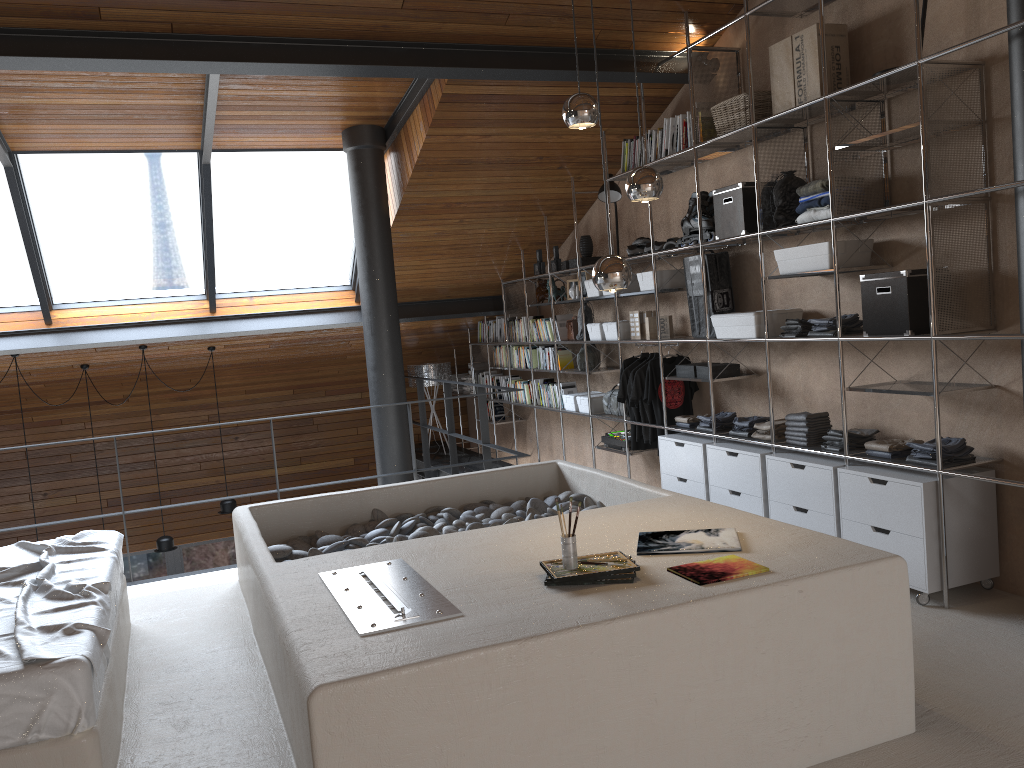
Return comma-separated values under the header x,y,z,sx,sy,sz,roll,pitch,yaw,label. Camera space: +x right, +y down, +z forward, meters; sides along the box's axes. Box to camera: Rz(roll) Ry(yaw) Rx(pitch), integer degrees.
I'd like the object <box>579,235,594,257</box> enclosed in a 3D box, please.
x,y,z,sx,sy,sz,roll,pitch,yaw,label
0.596,-1.099,7.105,0.115,0.177,0.115,-5,4,4,object

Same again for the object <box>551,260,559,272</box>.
x,y,z,sx,sy,sz,roll,pitch,yaw,label
0.373,-1.014,7.672,0.029,0.117,0.086,-7,5,-30,object

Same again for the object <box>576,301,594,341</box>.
x,y,z,sx,sy,sz,roll,pitch,yaw,label
0.590,-0.501,7.177,0.157,0.339,0.229,-4,4,6,object

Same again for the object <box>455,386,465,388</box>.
x,y,z,sx,sy,sz,roll,pitch,yaw,label
-0.531,0.025,10.319,0.228,0.016,0.182,-6,4,-21,object

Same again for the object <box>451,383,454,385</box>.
x,y,z,sx,sy,sz,roll,pitch,yaw,label
-0.648,-0.013,10.556,0.246,0.016,0.182,-6,4,-21,object

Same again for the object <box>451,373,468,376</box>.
x,y,z,sx,sy,sz,roll,pitch,yaw,label
-0.666,-0.111,10.575,0.246,0.016,0.182,-6,4,-21,object

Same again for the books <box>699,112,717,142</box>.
x,y,z,sx,sy,sz,roll,pitch,yaw,label
1.193,-1.538,5.343,0.129,0.203,0.021,-6,4,-21,books

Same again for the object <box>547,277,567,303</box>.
x,y,z,sx,sy,sz,roll,pitch,yaw,label
0.388,-0.813,7.617,0.197,0.220,0.102,-8,5,-37,object

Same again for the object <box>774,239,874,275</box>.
x,y,z,sx,sy,sz,roll,pitch,yaw,label
1.613,-0.654,4.600,0.289,0.135,0.437,-6,4,-21,object

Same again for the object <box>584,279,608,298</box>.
x,y,z,sx,sy,sz,roll,pitch,yaw,label
0.735,-0.745,6.810,0.295,0.136,0.228,-6,4,-21,object

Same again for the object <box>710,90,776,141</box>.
x,y,z,sx,sy,sz,roll,pitch,yaw,label
1.330,-1.522,5.058,0.262,0.198,0.417,-6,4,-21,object

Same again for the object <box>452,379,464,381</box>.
x,y,z,sx,sy,sz,roll,pitch,yaw,label
-0.655,-0.051,10.553,0.252,0.028,0.180,-6,4,-21,object

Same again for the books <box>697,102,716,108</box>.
x,y,z,sx,sy,sz,roll,pitch,yaw,label
1.181,-1.573,5.385,0.143,0.268,0.020,-6,4,-21,books

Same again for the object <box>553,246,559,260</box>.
x,y,z,sx,sy,sz,roll,pitch,yaw,label
0.379,-1.126,7.618,0.029,0.114,0.084,-5,4,-9,object

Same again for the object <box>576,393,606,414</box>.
x,y,z,sx,sy,sz,roll,pitch,yaw,label
0.697,0.155,7.153,0.295,0.136,0.228,-6,4,-21,object

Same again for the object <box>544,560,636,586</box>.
x,y,z,sx,sy,sz,roll,pitch,yaw,label
0.253,0.604,2.836,0.276,0.013,0.207,-4,4,10,object

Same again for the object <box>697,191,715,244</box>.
x,y,z,sx,sy,sz,roll,pitch,yaw,label
1.310,-1.061,5.642,0.174,0.342,0.416,-6,4,-16,object

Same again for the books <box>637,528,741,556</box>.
x,y,z,sx,sy,sz,roll,pitch,yaw,label
0.617,0.553,3.118,0.347,0.019,0.260,-4,4,10,books

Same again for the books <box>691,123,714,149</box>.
x,y,z,sx,sy,sz,roll,pitch,yaw,label
1.164,-1.542,5.411,0.148,0.206,0.018,-6,4,-21,books

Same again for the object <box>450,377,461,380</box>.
x,y,z,sx,sy,sz,roll,pitch,yaw,label
-0.652,-0.077,10.570,0.233,0.021,0.174,-6,4,-21,object

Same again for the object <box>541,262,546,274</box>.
x,y,z,sx,sy,sz,roll,pitch,yaw,label
0.277,-1.012,7.796,0.029,0.117,0.086,-5,4,-1,object

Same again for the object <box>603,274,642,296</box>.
x,y,z,sx,sy,sz,roll,pitch,yaw,label
0.830,-0.735,6.568,0.295,0.136,0.228,-6,4,-21,object

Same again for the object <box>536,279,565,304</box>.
x,y,z,sx,sy,sz,roll,pitch,yaw,label
0.338,-0.826,7.813,0.278,0.222,0.138,-3,5,25,object

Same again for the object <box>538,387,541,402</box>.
x,y,z,sx,sy,sz,roll,pitch,yaw,label
0.310,0.096,8.068,0.131,0.180,0.042,-6,4,-21,object

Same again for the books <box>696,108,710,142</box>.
x,y,z,sx,sy,sz,roll,pitch,yaw,label
1.171,-1.552,5.365,0.129,0.231,0.010,-6,4,-21,books

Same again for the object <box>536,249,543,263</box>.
x,y,z,sx,sy,sz,roll,pitch,yaw,label
0.242,-1.128,7.830,0.029,0.114,0.084,-6,4,-14,object

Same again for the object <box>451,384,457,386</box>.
x,y,z,sx,sy,sz,roll,pitch,yaw,label
-0.640,0.001,10.575,0.224,0.017,0.167,-6,4,-21,object

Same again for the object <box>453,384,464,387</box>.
x,y,z,sx,sy,sz,roll,pitch,yaw,label
-0.563,0.011,10.332,0.203,0.013,0.161,-6,4,-21,object

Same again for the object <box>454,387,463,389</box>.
x,y,z,sx,sy,sz,roll,pitch,yaw,label
-0.551,0.039,10.328,0.201,0.013,0.161,-6,4,-21,object

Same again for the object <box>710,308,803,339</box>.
x,y,z,sx,sy,sz,roll,pitch,yaw,label
1.420,-0.349,5.154,0.343,0.147,0.445,-6,4,-21,object

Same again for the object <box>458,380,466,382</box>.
x,y,z,sx,sy,sz,roll,pitch,yaw,label
-0.650,-0.029,10.555,0.246,0.016,0.182,-6,4,-21,object

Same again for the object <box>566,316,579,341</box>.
x,y,z,sx,sy,sz,roll,pitch,yaw,label
0.527,-0.465,7.401,0.082,0.202,0.227,-2,5,30,object

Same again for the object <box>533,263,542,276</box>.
x,y,z,sx,sy,sz,roll,pitch,yaw,label
0.232,-1.015,7.883,0.029,0.117,0.086,-8,5,-35,object

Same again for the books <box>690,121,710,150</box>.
x,y,z,sx,sy,sz,roll,pitch,yaw,label
1.157,-1.529,5.445,0.128,0.176,0.009,-6,4,-21,books

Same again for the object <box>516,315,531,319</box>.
x,y,z,sx,sy,sz,roll,pitch,yaw,label
0.118,-0.527,8.445,0.146,0.240,0.023,-6,4,-21,object

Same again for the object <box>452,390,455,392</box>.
x,y,z,sx,sy,sz,roll,pitch,yaw,label
-0.644,0.073,10.578,0.234,0.025,0.176,-6,4,-21,object

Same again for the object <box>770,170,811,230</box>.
x,y,z,sx,sy,sz,roll,pitch,yaw,label
1.511,-0.994,4.791,0.212,0.319,0.157,-4,4,6,object

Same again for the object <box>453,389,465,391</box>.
x,y,z,sx,sy,sz,roll,pitch,yaw,label
-0.538,0.056,10.334,0.262,0.025,0.176,-6,4,-21,object

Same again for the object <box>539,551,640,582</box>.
x,y,z,sx,sy,sz,roll,pitch,yaw,label
0.244,0.580,2.824,0.276,0.013,0.207,-6,4,-10,object

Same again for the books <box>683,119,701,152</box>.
x,y,z,sx,sy,sz,roll,pitch,yaw,label
1.128,-1.543,5.511,0.143,0.199,0.054,-6,4,-21,books

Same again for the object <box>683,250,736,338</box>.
x,y,z,sx,sy,sz,roll,pitch,yaw,label
1.257,-0.577,5.639,0.188,0.559,0.337,-6,4,-16,object

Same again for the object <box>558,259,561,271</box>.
x,y,z,sx,sy,sz,roll,pitch,yaw,label
0.411,-1.010,7.582,0.029,0.117,0.086,-5,4,4,object

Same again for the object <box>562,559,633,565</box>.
x,y,z,sx,sy,sz,roll,pitch,yaw,label
0.268,0.573,2.838,0.232,0.010,0.064,-4,4,15,object

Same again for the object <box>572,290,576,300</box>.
x,y,z,sx,sy,sz,roll,pitch,yaw,label
0.501,-0.720,7.146,0.037,0.077,0.037,-8,5,-35,object

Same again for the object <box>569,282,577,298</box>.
x,y,z,sx,sy,sz,roll,pitch,yaw,label
0.512,-0.765,7.265,0.091,0.146,0.091,-4,4,13,object

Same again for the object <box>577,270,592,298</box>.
x,y,z,sx,sy,sz,roll,pitch,yaw,label
0.591,-0.793,7.082,0.062,0.219,0.157,-6,4,-21,object

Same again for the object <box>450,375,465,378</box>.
x,y,z,sx,sy,sz,roll,pitch,yaw,label
-0.661,-0.095,10.566,0.246,0.016,0.182,-6,4,-21,object

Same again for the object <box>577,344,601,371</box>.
x,y,z,sx,sy,sz,roll,pitch,yaw,label
0.629,-0.236,7.273,0.166,0.240,0.390,-4,4,12,object

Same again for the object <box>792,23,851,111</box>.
x,y,z,sx,sy,sz,roll,pitch,yaw,label
1.563,-1.594,4.475,0.192,0.382,0.181,-6,4,-21,object

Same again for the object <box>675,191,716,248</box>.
x,y,z,sx,sy,sz,roll,pitch,yaw,label
1.187,-1.039,5.575,0.174,0.342,0.416,-6,4,-17,object

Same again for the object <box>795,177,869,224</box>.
x,y,z,sx,sy,sz,roll,pitch,yaw,label
1.626,-0.941,4.512,0.250,0.229,0.306,-6,4,-19,object

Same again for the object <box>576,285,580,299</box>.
x,y,z,sx,sy,sz,roll,pitch,yaw,label
0.526,-0.737,7.102,0.037,0.114,0.037,-8,5,-35,object

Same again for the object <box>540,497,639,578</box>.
x,y,z,sx,sy,sz,roll,pitch,yaw,label
0.235,0.471,2.817,0.301,0.234,0.245,-5,4,-1,object

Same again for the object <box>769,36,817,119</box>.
x,y,z,sx,sy,sz,roll,pitch,yaw,label
1.494,-1.601,4.652,0.192,0.382,0.181,-6,4,-21,object

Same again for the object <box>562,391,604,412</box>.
x,y,z,sx,sy,sz,roll,pitch,yaw,label
0.600,0.145,7.402,0.295,0.136,0.228,-6,4,-21,object
